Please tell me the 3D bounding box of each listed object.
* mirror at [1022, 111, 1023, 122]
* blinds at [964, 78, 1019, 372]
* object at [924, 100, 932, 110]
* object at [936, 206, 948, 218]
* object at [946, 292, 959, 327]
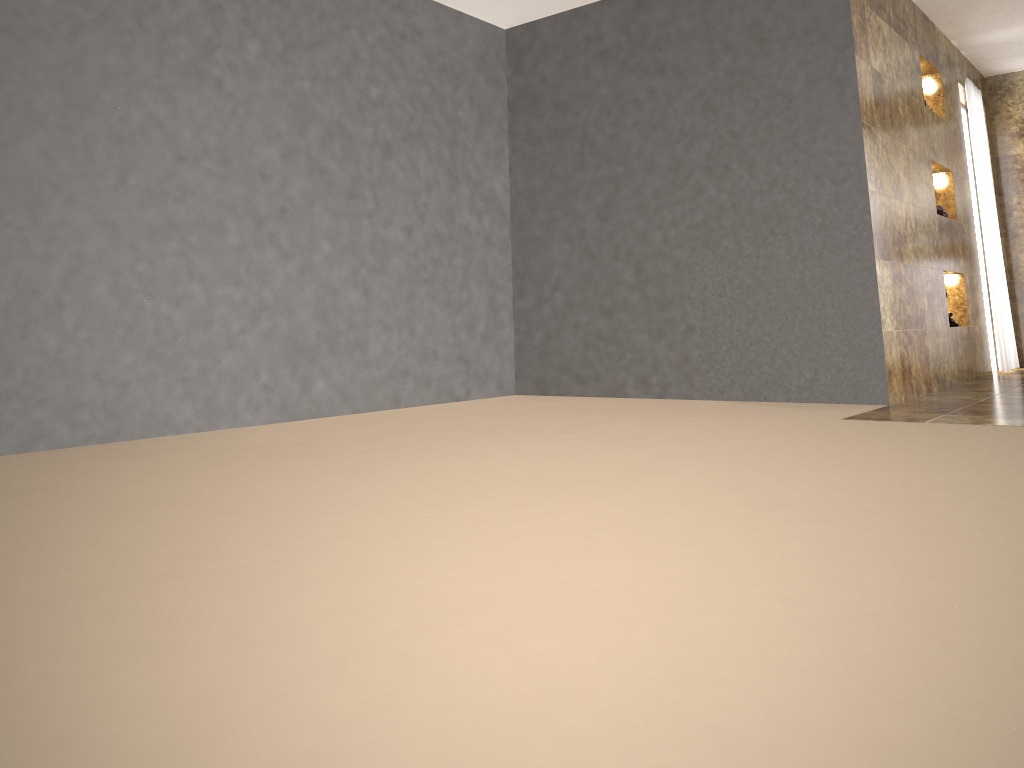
[{"bbox_3d":[4.673,-1.771,7.058,0.758,1.114,0.008,-6,-10,37],"label":"mirror"},{"bbox_3d":[3.738,-1.251,6.732,0.066,2.324,0.592,-9,-11,39],"label":"blinds"},{"bbox_3d":[2.765,-1.967,5.905,0.150,0.272,0.120,-7,-9,38],"label":"object"},{"bbox_3d":[2.830,-1.249,5.835,0.172,0.291,0.110,-6,-9,38],"label":"object"},{"bbox_3d":[2.841,-0.512,5.690,0.150,0.280,0.149,-7,-8,38],"label":"object"}]
